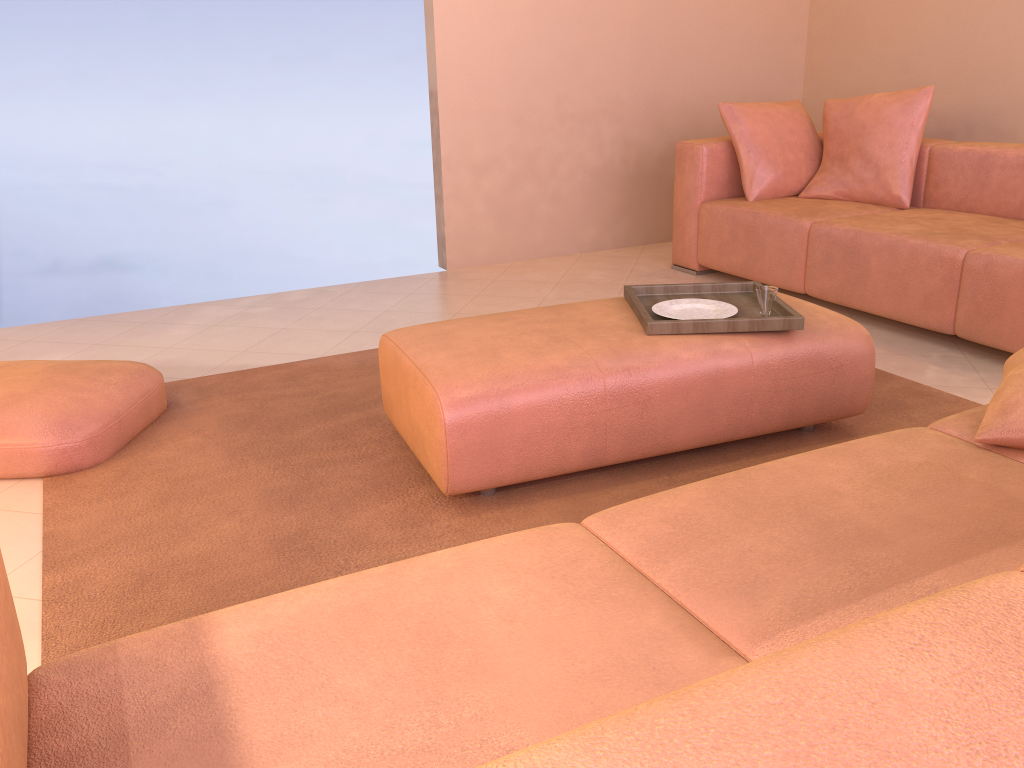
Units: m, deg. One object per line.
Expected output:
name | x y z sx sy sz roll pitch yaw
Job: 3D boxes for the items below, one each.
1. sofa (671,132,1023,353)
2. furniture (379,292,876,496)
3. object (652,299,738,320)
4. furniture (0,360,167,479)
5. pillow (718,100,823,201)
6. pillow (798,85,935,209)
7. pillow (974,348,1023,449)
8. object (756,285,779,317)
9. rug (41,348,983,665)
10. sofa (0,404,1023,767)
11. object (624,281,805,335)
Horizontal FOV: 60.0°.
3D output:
sofa | 1.851 -0.625 3.676 0.943 0.672 2.781 -11 21 -24
furniture | 0.314 -0.048 2.578 1.291 0.301 0.685 -9 21 -20
object | 0.518 -0.205 2.521 0.240 0.018 0.240 8 22 26
furniture | -1.481 0.084 2.713 0.699 0.226 0.659 0 20 4
pillow | 1.338 -1.169 4.455 0.554 0.486 0.335 -12 22 -28
pillow | 1.677 -1.130 4.193 0.302 0.528 0.582 -19 26 -39
pillow | 1.156 -0.048 1.576 0.514 0.292 0.517 11 23 31
object | 0.698 -0.220 2.440 0.061 0.091 0.061 -18 25 -39
rug | -0.008 0.102 2.777 2.626 0.005 1.833 -11 21 -24
sofa | 0.638 0.305 1.149 2.781 0.672 0.943 -11 21 -24
object | 0.564 -0.226 2.566 0.421 0.034 0.436 -2 19 -1
